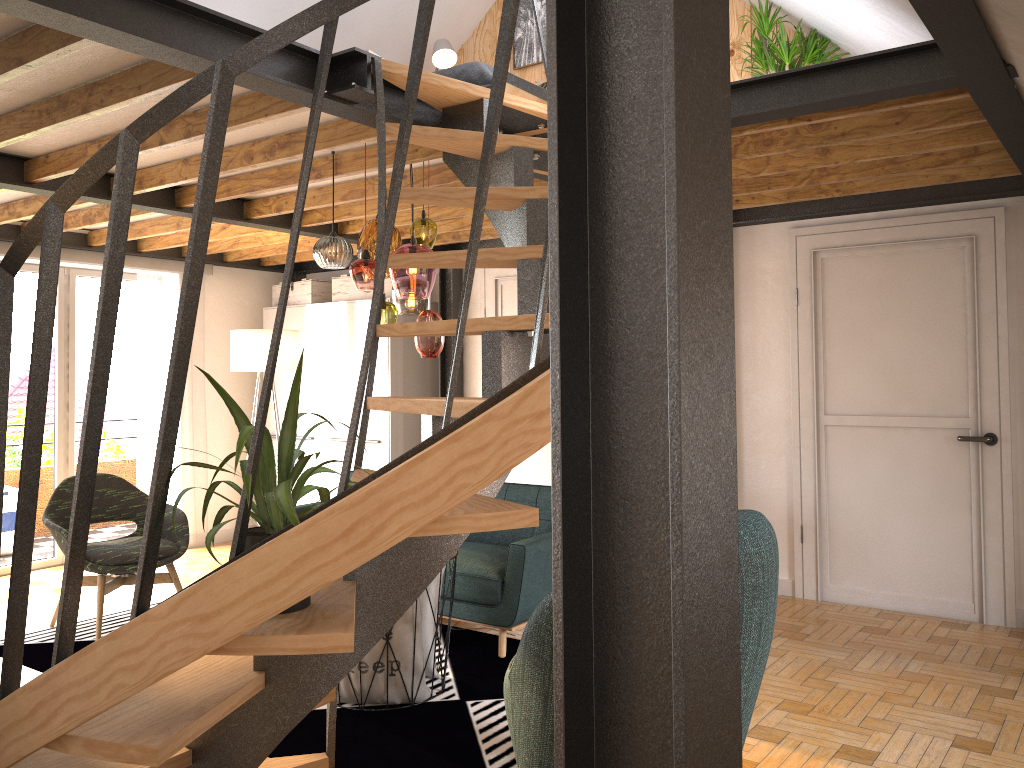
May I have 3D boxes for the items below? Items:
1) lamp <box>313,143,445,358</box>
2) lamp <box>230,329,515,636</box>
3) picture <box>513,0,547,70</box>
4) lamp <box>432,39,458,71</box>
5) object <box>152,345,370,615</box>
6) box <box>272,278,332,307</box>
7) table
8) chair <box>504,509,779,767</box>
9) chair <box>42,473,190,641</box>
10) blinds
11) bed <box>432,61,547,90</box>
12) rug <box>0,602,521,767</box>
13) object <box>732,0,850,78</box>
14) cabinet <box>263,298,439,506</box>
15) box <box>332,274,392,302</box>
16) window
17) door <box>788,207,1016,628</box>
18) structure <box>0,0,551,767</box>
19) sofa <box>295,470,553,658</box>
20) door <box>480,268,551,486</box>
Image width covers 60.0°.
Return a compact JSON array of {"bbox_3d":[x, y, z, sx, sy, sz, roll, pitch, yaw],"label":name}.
[{"bbox_3d":[-0.627,-0.629,4.214,0.618,1.015,0.490,0,-1,-14],"label":"lamp"},{"bbox_3d":[-1.033,0.497,5.402,2.357,1.720,0.571,-1,-1,44],"label":"lamp"},{"bbox_3d":[0.180,-2.692,6.698,0.421,0.555,0.017,-1,-2,36],"label":"picture"},{"bbox_3d":[-0.566,-2.193,6.957,0.194,0.814,0.849,0,-1,-11],"label":"lamp"},{"bbox_3d":[-0.549,0.207,2.044,0.528,0.592,0.457,-1,-1,23],"label":"object"},{"bbox_3d":[-1.767,-0.779,7.699,0.376,0.218,0.641,-1,0,-44],"label":"box"},{"bbox_3d":[-0.582,1.024,3.997,0.681,0.687,0.680,0,-1,-15],"label":"table"},{"bbox_3d":[0.412,0.892,2.906,0.900,0.965,0.897,-1,-1,21],"label":"chair"},{"bbox_3d":[-2.283,0.959,5.107,0.783,0.831,0.752,-1,-1,42],"label":"chair"},{"bbox_3d":[-2.715,0.166,7.152,0.124,2.289,0.667,-2,-2,35],"label":"blinds"},{"bbox_3d":[-0.321,-1.676,5.646,2.121,1.022,2.289,0,0,36],"label":"bed"},{"bbox_3d":[-0.922,1.369,4.329,3.499,0.010,1.700,0,1,36],"label":"rug"},{"bbox_3d":[1.599,-1.691,5.125,0.789,1.049,0.732,0,-1,-15],"label":"object"},{"bbox_3d":[-1.327,0.333,7.527,1.506,2.005,0.808,-1,-2,36],"label":"cabinet"},{"bbox_3d":[-1.104,-0.780,7.244,0.641,0.218,0.376,0,0,31],"label":"box"},{"bbox_3d":[-1.709,-0.824,1.780,8.626,4.471,7.782,0,0,36],"label":"window"},{"bbox_3d":[2.227,0.175,5.180,1.199,2.303,0.088,-1,-2,36],"label":"door"},{"bbox_3d":[-0.316,-0.504,2.671,2.248,3.823,1.626,0,-2,-39],"label":"structure"},{"bbox_3d":[-0.508,0.962,5.137,1.972,0.783,0.824,0,0,36],"label":"sofa"},{"bbox_3d":[0.234,0.179,6.610,1.199,2.303,0.088,-1,-2,36],"label":"door"}]
